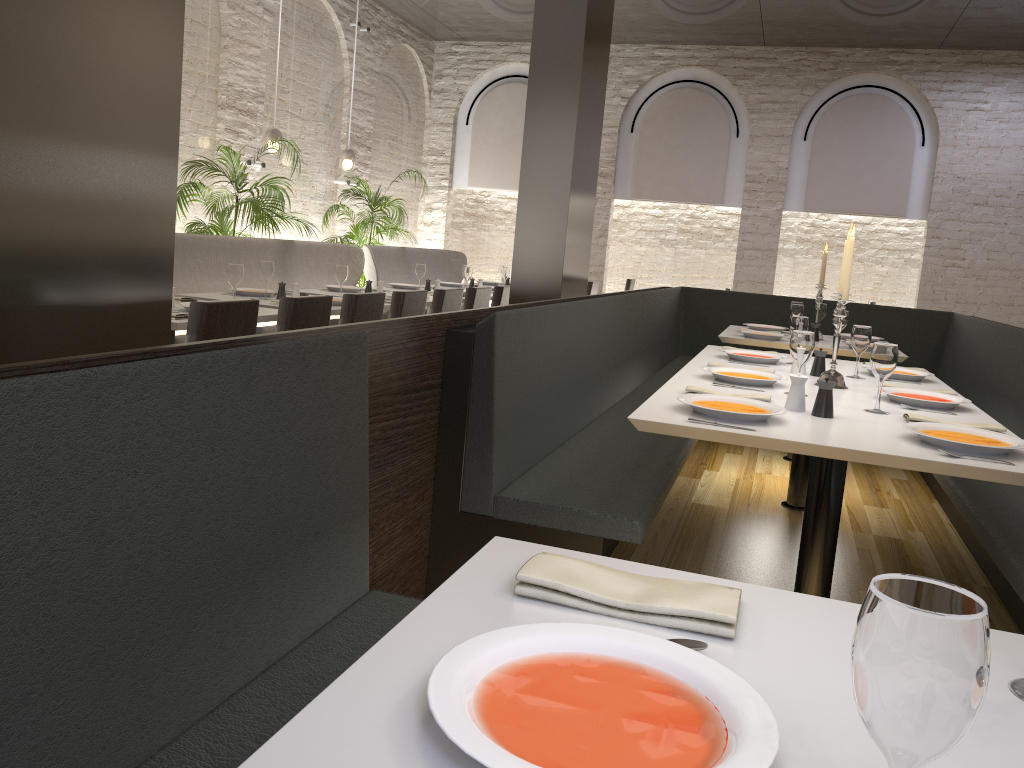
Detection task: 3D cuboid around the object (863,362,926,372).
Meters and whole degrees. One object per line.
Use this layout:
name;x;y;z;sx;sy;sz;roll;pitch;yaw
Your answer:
object;1.884;-0.078;4.378;0.273;0.033;0.143;8;9;17

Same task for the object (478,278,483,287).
object;-0.308;-0.977;8.646;0.059;0.109;0.060;0;9;-37

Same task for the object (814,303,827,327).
object;2.191;-0.458;6.313;0.086;0.230;0.086;3;7;-13

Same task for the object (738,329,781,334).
object;1.655;-0.338;5.929;0.273;0.033;0.143;8;9;17

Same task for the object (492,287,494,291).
object;-0.094;-0.912;8.605;0.322;0.036;0.323;-1;11;-35

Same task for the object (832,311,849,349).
object;1.998;-0.334;5.403;0.086;0.230;0.086;0;8;-37

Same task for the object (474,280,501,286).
object;-0.263;-1.119;9.846;0.322;0.036;0.323;-1;11;-35

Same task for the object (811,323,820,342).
object;1.979;-0.339;5.793;0.069;0.126;0.069;1;8;-31

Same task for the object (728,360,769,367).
object;1.080;-0.093;4.037;0.185;0.010;0.017;8;9;17

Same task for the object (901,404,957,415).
object;1.438;0.088;3.057;0.181;0.015;0.038;8;9;18

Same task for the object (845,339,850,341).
object;2.354;-0.269;5.871;0.273;0.033;0.143;8;9;17

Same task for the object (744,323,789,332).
object;1.820;-0.398;6.362;0.322;0.036;0.323;7;9;12

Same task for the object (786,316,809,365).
object;1.362;-0.208;4.226;0.086;0.230;0.087;9;8;28

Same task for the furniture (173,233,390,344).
furniture;-1.971;-0.459;6.099;0.710;1.092;4.492;7;9;17

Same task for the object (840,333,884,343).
object;2.423;-0.317;6.177;0.321;0.036;0.323;1;10;-25

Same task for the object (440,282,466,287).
object;-0.604;-0.981;8.762;0.322;0.036;0.323;-1;11;-35

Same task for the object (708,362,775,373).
object;0.974;-0.062;3.759;0.273;0.033;0.143;8;9;17

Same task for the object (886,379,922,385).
object;1.694;-0.016;3.874;0.181;0.015;0.038;8;9;18

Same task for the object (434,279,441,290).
object;-0.638;-0.843;7.596;0.059;0.109;0.060;0;9;-37

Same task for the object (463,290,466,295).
object;-0.423;-0.779;7.556;0.322;0.036;0.323;-1;11;-35

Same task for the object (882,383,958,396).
object;1.628;0.026;3.560;0.273;0.033;0.143;8;9;17

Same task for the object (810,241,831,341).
object;2.049;-0.621;5.886;0.132;0.654;0.391;8;8;27

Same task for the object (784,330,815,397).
object;1.033;-0.075;3.180;0.086;0.230;0.087;7;7;17

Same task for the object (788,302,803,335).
object;1.976;-0.457;6.183;0.086;0.230;0.086;0;8;-37

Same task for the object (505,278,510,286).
object;-0.048;-1.119;9.707;0.059;0.109;0.060;0;9;-37

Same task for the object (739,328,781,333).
object;1.701;-0.357;6.076;0.273;0.033;0.143;8;9;17

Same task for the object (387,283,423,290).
object;-0.934;-0.848;7.713;0.322;0.036;0.323;-1;11;-35

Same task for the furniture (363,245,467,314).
furniture;-0.872;-0.904;9.595;0.708;1.092;2.594;7;9;17

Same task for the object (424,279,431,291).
object;-0.718;-0.847;7.573;0.059;0.109;0.060;0;9;-37

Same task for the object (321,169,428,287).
object;-1.554;-1.419;9.742;1.145;1.965;1.194;5;7;-3

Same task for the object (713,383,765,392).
object;0.823;0.011;3.220;0.185;0.010;0.017;8;9;17

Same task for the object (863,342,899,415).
object;1.221;-0.019;2.930;0.086;0.230;0.087;1;8;-31

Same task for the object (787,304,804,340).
object;1.841;-0.402;5.751;0.086;0.230;0.086;0;8;-37

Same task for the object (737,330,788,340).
object;1.597;-0.308;5.653;0.321;0.036;0.323;4;9;-7

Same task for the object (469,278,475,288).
object;-0.389;-0.980;8.622;0.059;0.109;0.060;0;9;-37

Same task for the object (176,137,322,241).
object;-2.305;-1.122;7.404;1.145;1.965;1.194;1;8;-32

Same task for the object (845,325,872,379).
object;1.519;-0.140;3.879;0.086;0.230;0.087;9;8;28

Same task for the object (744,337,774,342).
object;1.527;-0.274;5.460;0.185;0.010;0.017;8;9;17

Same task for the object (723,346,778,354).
object;1.230;-0.166;4.576;0.273;0.033;0.143;8;9;17

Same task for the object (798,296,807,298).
object;2.546;-0.658;7.805;0.086;0.230;0.087;-1;9;-43

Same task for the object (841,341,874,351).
object;2.200;-0.227;5.467;0.321;0.036;0.323;4;9;-7
